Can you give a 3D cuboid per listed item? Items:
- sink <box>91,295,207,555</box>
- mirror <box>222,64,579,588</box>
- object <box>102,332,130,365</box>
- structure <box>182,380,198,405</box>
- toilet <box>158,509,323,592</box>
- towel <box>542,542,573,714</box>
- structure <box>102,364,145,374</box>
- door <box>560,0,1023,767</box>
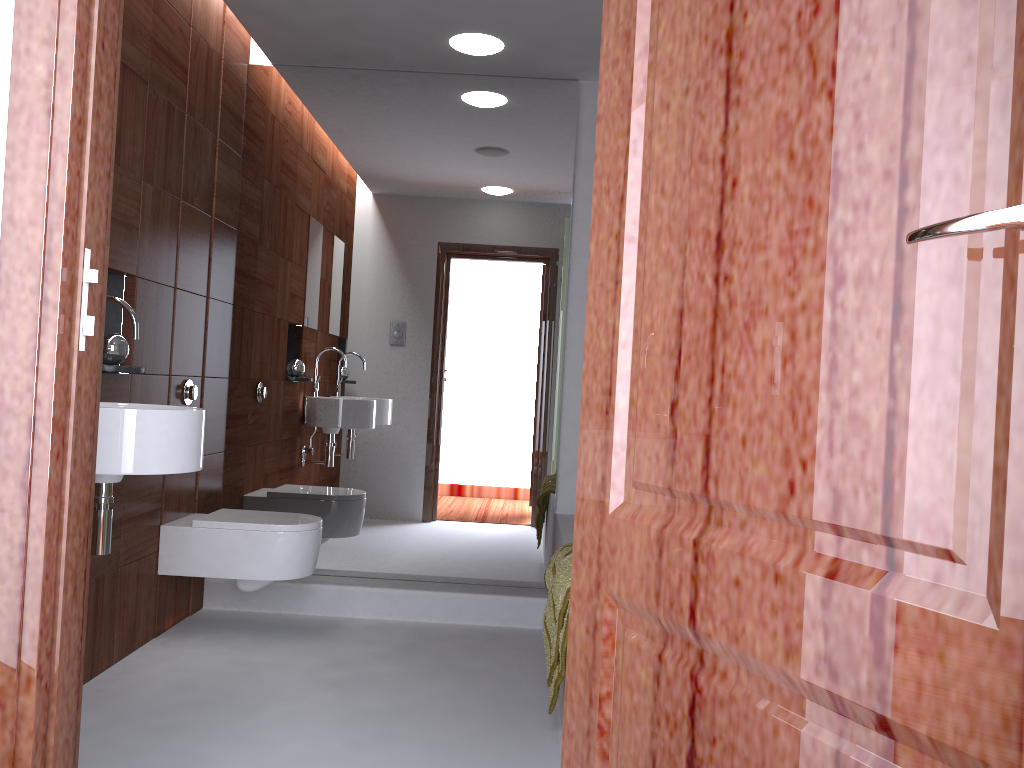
[{"bbox_3d":[-1.055,0.117,2.416,0.417,0.715,0.415,3,0,1],"label":"sink"},{"bbox_3d":[-0.487,-0.255,3.827,1.433,2.183,0.019,3,0,1],"label":"mirror"},{"bbox_3d":[-1.244,-0.113,2.110,0.104,0.104,1.350,3,0,1],"label":"object"},{"bbox_3d":[-1.220,0.033,3.371,0.034,0.098,0.098,3,0,1],"label":"structure"},{"bbox_3d":[-0.999,0.643,3.353,0.547,0.284,0.329,3,0,1],"label":"toilet"},{"bbox_3d":[0.278,0.710,2.606,0.349,0.452,0.890,3,0,-5],"label":"towel"},{"bbox_3d":[-1.250,-0.048,2.734,0.222,0.023,0.220,3,0,-9],"label":"structure"},{"bbox_3d":[0.226,-0.038,0.824,0.095,1.780,0.708,3,-1,-23],"label":"door"}]
